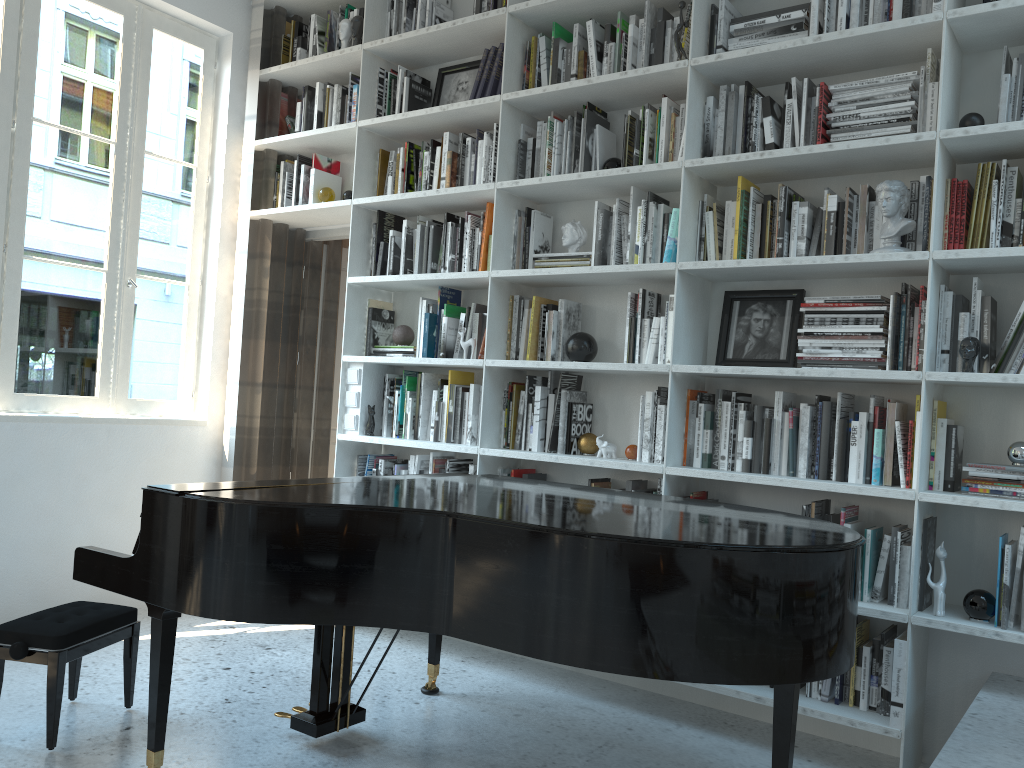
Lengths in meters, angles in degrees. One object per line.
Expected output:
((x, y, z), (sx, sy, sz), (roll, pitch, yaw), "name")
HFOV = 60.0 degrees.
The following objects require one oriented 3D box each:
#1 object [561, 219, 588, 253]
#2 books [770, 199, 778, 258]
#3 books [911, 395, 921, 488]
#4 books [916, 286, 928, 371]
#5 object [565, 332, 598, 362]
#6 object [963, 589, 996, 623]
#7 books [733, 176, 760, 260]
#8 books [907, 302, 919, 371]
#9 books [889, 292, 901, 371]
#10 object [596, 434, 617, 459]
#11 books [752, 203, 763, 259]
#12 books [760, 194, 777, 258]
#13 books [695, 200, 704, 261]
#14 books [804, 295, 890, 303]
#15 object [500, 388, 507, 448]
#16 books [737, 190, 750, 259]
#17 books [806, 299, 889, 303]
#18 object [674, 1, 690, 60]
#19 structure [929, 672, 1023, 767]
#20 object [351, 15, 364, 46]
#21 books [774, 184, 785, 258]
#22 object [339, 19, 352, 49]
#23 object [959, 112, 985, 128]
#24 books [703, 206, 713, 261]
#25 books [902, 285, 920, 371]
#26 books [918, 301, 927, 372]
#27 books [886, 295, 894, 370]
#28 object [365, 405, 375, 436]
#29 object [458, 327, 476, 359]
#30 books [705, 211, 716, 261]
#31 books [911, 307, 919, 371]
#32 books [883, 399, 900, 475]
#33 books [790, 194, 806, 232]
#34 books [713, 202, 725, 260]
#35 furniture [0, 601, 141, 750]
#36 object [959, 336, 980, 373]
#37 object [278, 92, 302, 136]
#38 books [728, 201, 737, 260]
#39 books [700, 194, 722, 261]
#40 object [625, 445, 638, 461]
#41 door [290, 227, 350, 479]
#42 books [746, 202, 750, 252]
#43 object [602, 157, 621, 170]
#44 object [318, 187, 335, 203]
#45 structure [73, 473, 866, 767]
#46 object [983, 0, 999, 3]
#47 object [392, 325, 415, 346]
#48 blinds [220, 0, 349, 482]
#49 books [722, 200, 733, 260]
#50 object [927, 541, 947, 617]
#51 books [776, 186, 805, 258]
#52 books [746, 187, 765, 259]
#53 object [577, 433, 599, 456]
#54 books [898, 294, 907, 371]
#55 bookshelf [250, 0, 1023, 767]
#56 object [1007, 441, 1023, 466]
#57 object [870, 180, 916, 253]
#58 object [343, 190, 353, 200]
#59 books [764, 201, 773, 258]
((0.258, -0.609, 3.694), (0.121, 0.157, 0.095), (4, -1, -41), "object")
((0.967, -0.531, 3.188), (0.025, 0.236, 0.137), (3, -1, 35), "books")
((1.331, 0.188, 2.892), (0.011, 0.300, 0.149), (3, -1, 35), "books")
((1.345, -0.168, 2.885), (0.011, 0.279, 0.186), (3, -1, 35), "books")
((0.284, -0.145, 3.624), (0.134, 0.135, 0.133), (4, -1, -6), "object")
((1.406, 0.664, 2.662), (0.094, 0.095, 0.093), (4, -1, -6), "object")
((0.856, -0.578, 3.232), (0.014, 0.317, 0.188), (3, -1, 35), "books")
((1.328, -0.144, 2.919), (0.013, 0.232, 0.134), (3, -1, 35), "books")
((1.281, -0.161, 2.932), (0.011, 0.260, 0.184), (3, -1, 35), "books")
((0.370, 0.244, 3.472), (0.078, 0.095, 0.060), (4, -1, -38), "object")
((0.918, -0.529, 3.231), (0.024, 0.228, 0.147), (3, -1, 35), "books")
((0.944, -0.543, 3.221), (0.028, 0.259, 0.134), (3, -1, 35), "books")
((0.738, -0.550, 3.356), (0.012, 0.254, 0.161), (3, -1, 35), "books")
((1.154, -0.284, 3.034), (0.254, 0.012, 0.161), (3, -2, 39), "books")
((0.009, 0.150, 3.833), (0.012, 0.254, 0.161), (3, -1, 35), "object")
((0.865, -0.552, 3.223), (0.015, 0.266, 0.189), (3, -1, 35), "books")
((1.155, -0.272, 3.036), (0.254, 0.012, 0.161), (3, -2, 32), "books")
((0.635, -1.295, 3.292), (0.075, 0.254, 0.075), (3, -1, 14), "object")
((1.728, 0.902, 0.816), (2.898, 0.659, 3.114), (3, -2, 35), "structure")
((-0.751, -1.686, 4.296), (0.067, 0.198, 0.067), (4, -1, -12), "object")
((0.980, -0.554, 3.171), (0.013, 0.283, 0.177), (3, -1, 35), "books")
((-0.817, -1.689, 4.343), (0.067, 0.198, 0.067), (4, -1, -12), "object")
((1.425, -0.804, 2.749), (0.071, 0.072, 0.071), (4, -1, -6), "object")
((0.759, -0.540, 3.349), (0.011, 0.235, 0.142), (3, -1, 35), "books")
((1.316, -0.173, 2.921), (0.011, 0.288, 0.152), (3, -1, 35), "books")
((1.355, -0.142, 2.863), (0.034, 0.229, 0.199), (3, -1, 35), "books")
((1.273, -0.158, 2.941), (0.012, 0.254, 0.161), (3, -1, 35), "books")
((-0.659, 0.170, 4.131), (0.045, 0.146, 0.045), (4, -1, -16), "object")
((-0.195, -0.173, 3.796), (0.081, 0.140, 0.044), (3, -1, 19), "object")
((0.770, -0.527, 3.310), (0.053, 0.208, 0.156), (3, -1, 35), "books")
((1.340, -0.136, 2.908), (0.021, 0.217, 0.132), (3, -1, 35), "books")
((1.262, 0.193, 2.951), (0.010, 0.284, 0.132), (3, -1, 35), "books")
((1.019, -0.536, 3.158), (0.011, 0.251, 0.130), (3, -1, 35), "books")
((0.793, -0.542, 3.309), (0.042, 0.242, 0.162), (3, -1, 35), "books")
((-1.402, 0.889, 2.790), (0.240, 0.353, 0.467), (3, -1, 10), "furniture")
((1.377, -0.087, 2.670), (0.054, 0.113, 0.079), (3, -1, 34), "object")
((-1.188, -1.397, 4.752), (0.035, 0.295, 0.176), (3, -1, 35), "object")
((0.845, -0.538, 3.276), (0.029, 0.240, 0.155), (3, -1, 35), "books")
((0.753, -0.563, 3.357), (0.010, 0.282, 0.140), (3, -1, 35), "books")
((0.468, 0.265, 3.430), (0.061, 0.062, 0.061), (4, -1, -6), "object")
((-0.715, 0.179, 5.018), (0.833, 1.980, 0.786), (3, -1, 35), "door")
((0.893, -0.538, 3.243), (0.010, 0.244, 0.149), (3, -1, 35), "books")
((0.409, -0.857, 3.553), (0.097, 0.098, 0.097), (4, -1, -6), "object")
((-0.937, -0.952, 4.485), (0.087, 0.088, 0.087), (4, -1, -6), "object")
((-0.088, 0.734, 2.489), (1.918, 0.832, 1.335), (3, -1, 35), "structure")
((1.528, -1.249, 2.737), (0.135, 0.248, 0.135), (3, -1, 25), "object")
((-0.513, -0.226, 4.196), (0.105, 0.106, 0.105), (3, -1, 13), "object")
((-1.196, -0.485, 4.878), (0.140, 3.230, 0.776), (3, -1, 35), "blinds")
((0.826, -0.543, 3.297), (0.026, 0.248, 0.139), (3, -1, 35), "books")
((1.303, 0.593, 2.711), (0.046, 0.224, 0.053), (4, -1, -43), "object")
((0.988, -0.546, 3.148), (0.027, 0.267, 0.190), (3, -1, 35), "books")
((0.893, -0.557, 3.222), (0.010, 0.281, 0.170), (3, -1, 35), "books")
((0.311, 0.244, 3.595), (0.091, 0.092, 0.091), (3, -1, 13), "object")
((1.306, -0.157, 2.928), (0.013, 0.256, 0.163), (3, -1, 35), "books")
((1.186, -0.314, 2.942), (6.295, 3.142, 0.330), (3, -1, 35), "bookshelf")
((1.510, 0.206, 2.632), (0.071, 0.072, 0.071), (4, -1, -6), "object")
((1.219, -0.526, 2.837), (0.137, 0.244, 0.138), (4, -1, 1), "object")
((-0.816, -0.937, 4.457), (0.071, 0.072, 0.071), (3, -1, 13), "object")
((0.947, -0.528, 3.193), (0.012, 0.228, 0.169), (3, -1, 35), "books")
